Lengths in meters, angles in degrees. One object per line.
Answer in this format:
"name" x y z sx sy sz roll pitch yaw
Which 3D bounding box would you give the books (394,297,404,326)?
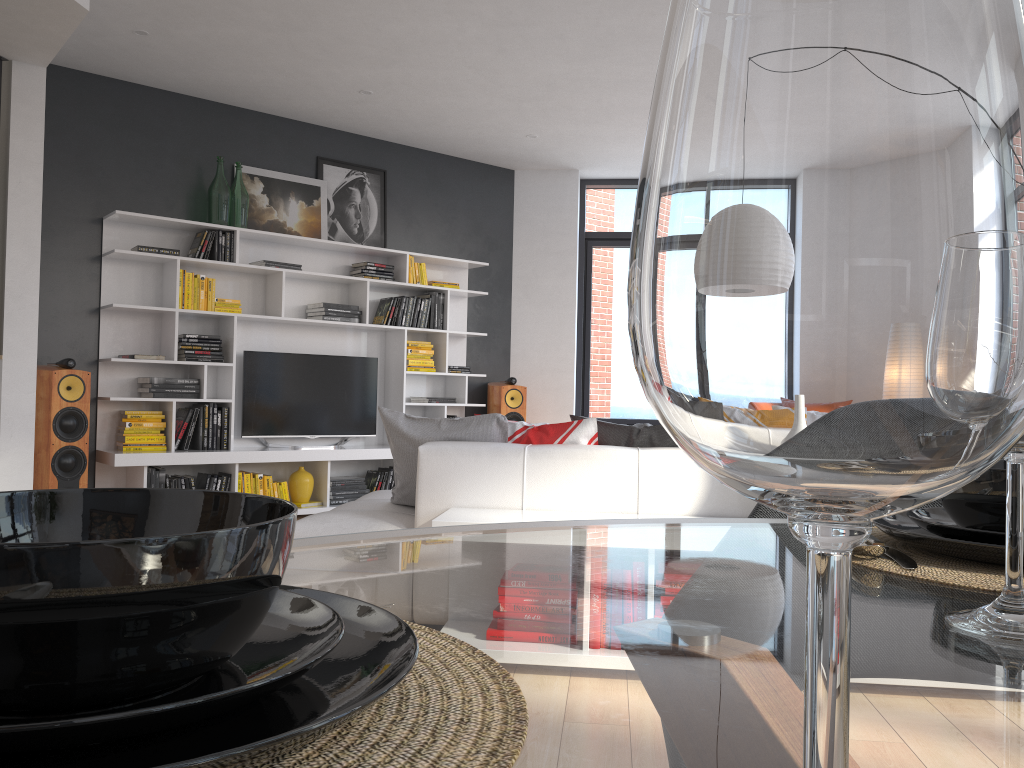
"books" -0.936 -0.572 7.110 0.069 0.242 0.172 2 -1 -38

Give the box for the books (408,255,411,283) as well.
"books" -0.865 -0.916 7.140 0.041 0.229 0.161 2 -1 -40

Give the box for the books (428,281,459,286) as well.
"books" -0.605 -0.830 7.413 0.257 0.024 0.203 2 -1 -36

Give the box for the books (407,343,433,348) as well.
"books" -0.787 -0.313 7.304 0.223 0.023 0.163 2 -1 -35

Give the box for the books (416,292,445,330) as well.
"books" -0.685 -0.597 7.376 0.128 0.321 0.259 2 -1 -39

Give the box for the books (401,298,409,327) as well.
"books" -0.909 -0.571 7.157 0.068 0.243 0.179 2 -1 -40

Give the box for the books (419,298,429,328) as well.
"books" -0.770 -0.571 7.271 0.084 0.249 0.191 2 -1 -39

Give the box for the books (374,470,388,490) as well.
"books" -1.050 0.798 6.931 0.081 0.233 0.169 2 -1 -40

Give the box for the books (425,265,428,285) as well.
"books" -0.739 -0.889 7.253 0.044 0.184 0.142 2 -1 -38

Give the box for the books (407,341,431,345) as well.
"books" -0.808 -0.337 7.316 0.223 0.023 0.163 2 -1 -35

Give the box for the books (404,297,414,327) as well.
"books" -0.883 -0.575 7.184 0.084 0.249 0.191 2 -1 -39

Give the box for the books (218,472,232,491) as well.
"books" -2.024 0.749 6.178 0.066 0.260 0.197 2 -1 -39

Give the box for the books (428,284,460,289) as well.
"books" -0.597 -0.805 7.408 0.257 0.028 0.194 2 -1 -34

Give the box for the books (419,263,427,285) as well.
"books" -0.752 -0.889 7.232 0.064 0.184 0.141 2 -1 -38

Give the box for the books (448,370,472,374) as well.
"books" -0.474 -0.099 7.473 0.213 0.023 0.161 2 -1 -35

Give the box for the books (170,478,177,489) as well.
"books" -2.280 0.751 5.952 0.049 0.236 0.170 2 -1 -38

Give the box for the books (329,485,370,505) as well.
"books" -1.304 0.836 6.777 0.343 0.137 0.277 2 -1 -44

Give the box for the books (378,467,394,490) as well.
"books" -1.014 0.789 6.977 0.075 0.254 0.192 2 -1 -40

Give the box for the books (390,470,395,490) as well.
"books" -0.989 0.796 6.989 0.068 0.243 0.179 2 -1 -40

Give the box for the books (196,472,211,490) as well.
"books" -2.139 0.745 6.091 0.066 0.260 0.197 2 -1 -39

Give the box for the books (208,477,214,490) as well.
"books" -2.105 0.756 6.082 0.069 0.242 0.172 2 -1 -38

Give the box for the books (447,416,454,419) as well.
"books" -0.531 0.394 7.438 0.050 0.242 0.169 2 -1 -39

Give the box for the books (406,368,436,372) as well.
"books" -0.786 -0.112 7.278 0.257 0.028 0.194 2 -1 -34

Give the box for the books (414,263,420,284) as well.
"books" -0.803 -0.889 7.196 0.054 0.180 0.132 2 -1 -39

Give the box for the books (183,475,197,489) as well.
"books" -2.190 0.747 6.024 0.083 0.249 0.191 2 -1 -39

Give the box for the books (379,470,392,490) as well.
"books" -1.015 0.795 6.943 0.069 0.242 0.172 2 -1 -38

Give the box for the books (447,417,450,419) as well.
"books" -0.576 0.395 7.421 0.053 0.240 0.189 2 -1 -38

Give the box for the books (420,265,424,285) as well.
"books" -0.762 -0.878 7.206 0.046 0.161 0.108 2 -1 -40

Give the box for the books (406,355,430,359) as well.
"books" -0.799 -0.217 7.277 0.217 0.023 0.145 2 -1 -35

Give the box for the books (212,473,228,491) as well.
"books" -2.050 0.753 6.156 0.084 0.249 0.191 2 -1 -39

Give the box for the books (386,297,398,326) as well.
"books" -1.004 -0.571 7.089 0.096 0.234 0.187 2 -1 -38

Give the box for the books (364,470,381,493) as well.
"books" -1.107 0.795 6.897 0.104 0.234 0.182 2 -1 -39

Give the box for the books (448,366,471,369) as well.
"books" -0.483 -0.137 7.489 0.213 0.023 0.161 2 -1 -35

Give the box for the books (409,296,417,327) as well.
"books" -0.857 -0.579 7.206 0.066 0.260 0.197 2 -1 -39

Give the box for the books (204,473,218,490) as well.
"books" -2.101 0.749 6.117 0.075 0.254 0.192 2 -1 -40

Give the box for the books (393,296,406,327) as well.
"books" -0.934 -0.579 7.145 0.075 0.254 0.192 2 -1 -40

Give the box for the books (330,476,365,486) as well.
"books" -1.320 0.743 6.792 0.310 0.047 0.250 2 -1 -43

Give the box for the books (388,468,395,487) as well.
"books" -0.962 0.793 7.016 0.084 0.249 0.191 2 -1 -39

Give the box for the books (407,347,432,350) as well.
"books" -0.796 -0.290 7.302 0.227 0.022 0.160 2 -1 -23

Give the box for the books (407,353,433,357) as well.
"books" -0.800 -0.237 7.298 0.239 0.019 0.171 2 -1 -39

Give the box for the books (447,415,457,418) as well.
"books" -0.515 0.389 7.465 0.066 0.255 0.193 2 -1 -39

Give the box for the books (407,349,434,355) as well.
"books" -0.790 -0.262 7.304 0.239 0.033 0.176 2 -1 -36

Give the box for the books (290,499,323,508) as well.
"books" -1.567 0.880 6.547 0.270 0.029 0.204 1 -1 36

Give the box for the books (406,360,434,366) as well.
"books" -0.795 -0.171 7.288 0.243 0.042 0.189 2 -1 -39

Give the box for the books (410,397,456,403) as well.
"books" -0.658 0.134 7.385 0.310 0.047 0.250 2 -1 -43

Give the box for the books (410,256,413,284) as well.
"books" -0.859 -0.913 7.169 0.041 0.224 0.163 2 -1 -40

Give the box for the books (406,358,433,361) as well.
"books" -0.805 -0.199 7.298 0.251 0.014 0.189 2 -1 -36

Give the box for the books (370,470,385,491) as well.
"books" -1.083 0.797 6.922 0.096 0.234 0.187 2 -1 -38

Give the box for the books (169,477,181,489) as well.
"books" -2.258 0.748 5.960 0.050 0.242 0.169 2 -1 -39

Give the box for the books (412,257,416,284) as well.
"books" -0.841 -0.912 7.194 0.054 0.224 0.164 2 -1 -40

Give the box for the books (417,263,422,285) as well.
"books" -0.783 -0.888 7.203 0.044 0.178 0.128 2 -1 -39

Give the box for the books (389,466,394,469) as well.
"books" -0.937 0.789 7.038 0.066 0.260 0.197 2 -1 -39

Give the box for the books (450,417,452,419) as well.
"books" -0.553 0.397 7.430 0.049 0.236 0.170 2 -1 -38

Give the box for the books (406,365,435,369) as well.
"books" -0.793 -0.138 7.283 0.257 0.024 0.203 2 -1 -36

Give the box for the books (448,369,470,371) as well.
"books" -0.476 -0.118 7.475 0.198 0.015 0.142 2 -1 -40
